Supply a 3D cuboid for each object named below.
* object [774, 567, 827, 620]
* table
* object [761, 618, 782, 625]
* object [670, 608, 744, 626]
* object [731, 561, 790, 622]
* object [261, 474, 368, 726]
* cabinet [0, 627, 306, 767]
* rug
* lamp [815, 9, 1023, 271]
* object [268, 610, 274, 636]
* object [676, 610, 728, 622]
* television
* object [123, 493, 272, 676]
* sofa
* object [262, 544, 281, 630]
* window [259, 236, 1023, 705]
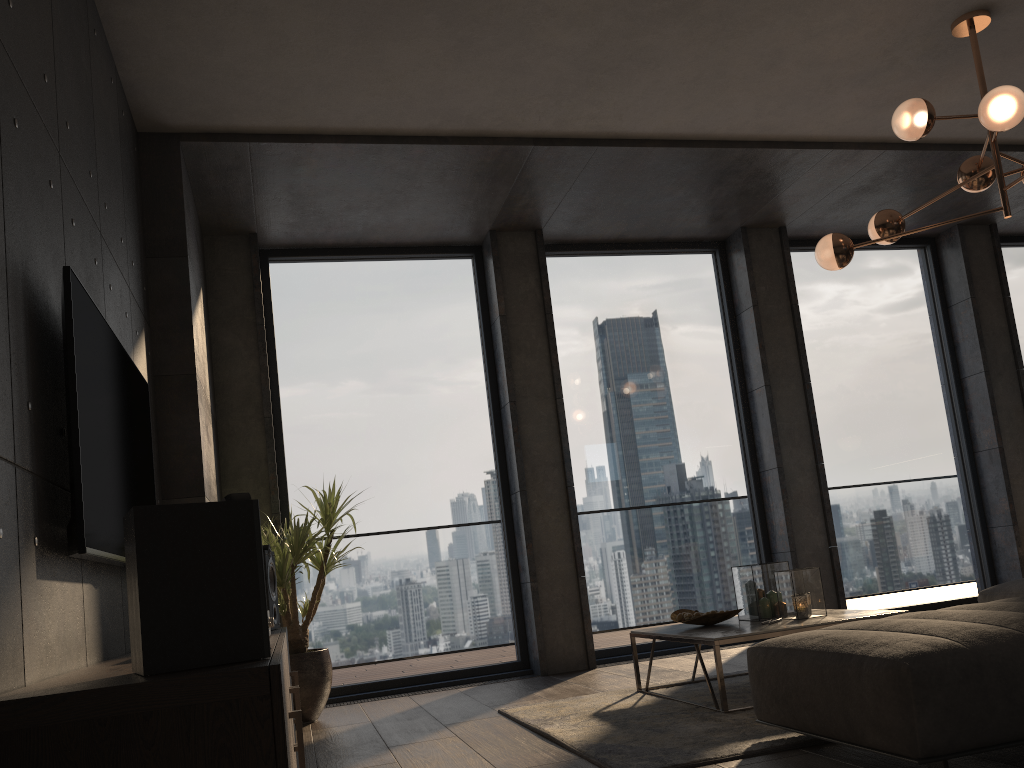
[{"bbox_3d":[1.323,0.962,4.056,0.149,0.218,0.150,-4,-9,-15],"label":"object"},{"bbox_3d":[1.167,1.258,4.099,0.929,0.305,0.945,-3,-12,-15],"label":"table"},{"bbox_3d":[1.173,1.066,3.969,0.047,0.012,0.182,-15,-15,35],"label":"object"},{"bbox_3d":[0.934,1.112,4.220,0.347,0.083,0.352,2,-15,-37],"label":"object"},{"bbox_3d":[1.207,0.995,4.241,0.196,0.258,0.202,-4,-9,-15],"label":"object"},{"bbox_3d":[-1.273,1.174,4.831,1.028,1.344,0.960,-9,-9,16],"label":"object"},{"bbox_3d":[-0.912,1.078,2.676,0.539,0.543,2.447,-4,-12,-15],"label":"cabinet"},{"bbox_3d":[1.654,1.332,3.956,3.137,0.020,1.758,-3,-13,-15],"label":"rug"},{"bbox_3d":[2.290,-1.227,4.331,1.015,1.025,1.484,1,-13,-38],"label":"lamp"},{"bbox_3d":[-0.881,0.762,2.733,0.270,0.086,0.582,-3,-12,-15],"label":"object"},{"bbox_3d":[0.927,1.114,4.216,0.323,0.071,0.282,-1,-13,-25],"label":"object"},{"bbox_3d":[-1.242,0.212,2.765,0.057,0.726,1.286,-5,-11,-15],"label":"television"},{"bbox_3d":[-0.658,0.408,1.844,0.249,0.350,0.201,-2,-10,-30],"label":"object"},{"bbox_3d":[2.212,0.737,3.318,2.905,0.774,2.057,-3,-12,-15],"label":"sofa"},{"bbox_3d":[-1.114,0.856,3.669,0.249,0.350,0.201,-6,-8,-5],"label":"object"},{"bbox_3d":[1.975,0.362,6.650,7.251,2.966,0.202,-4,-8,-15],"label":"window"}]
